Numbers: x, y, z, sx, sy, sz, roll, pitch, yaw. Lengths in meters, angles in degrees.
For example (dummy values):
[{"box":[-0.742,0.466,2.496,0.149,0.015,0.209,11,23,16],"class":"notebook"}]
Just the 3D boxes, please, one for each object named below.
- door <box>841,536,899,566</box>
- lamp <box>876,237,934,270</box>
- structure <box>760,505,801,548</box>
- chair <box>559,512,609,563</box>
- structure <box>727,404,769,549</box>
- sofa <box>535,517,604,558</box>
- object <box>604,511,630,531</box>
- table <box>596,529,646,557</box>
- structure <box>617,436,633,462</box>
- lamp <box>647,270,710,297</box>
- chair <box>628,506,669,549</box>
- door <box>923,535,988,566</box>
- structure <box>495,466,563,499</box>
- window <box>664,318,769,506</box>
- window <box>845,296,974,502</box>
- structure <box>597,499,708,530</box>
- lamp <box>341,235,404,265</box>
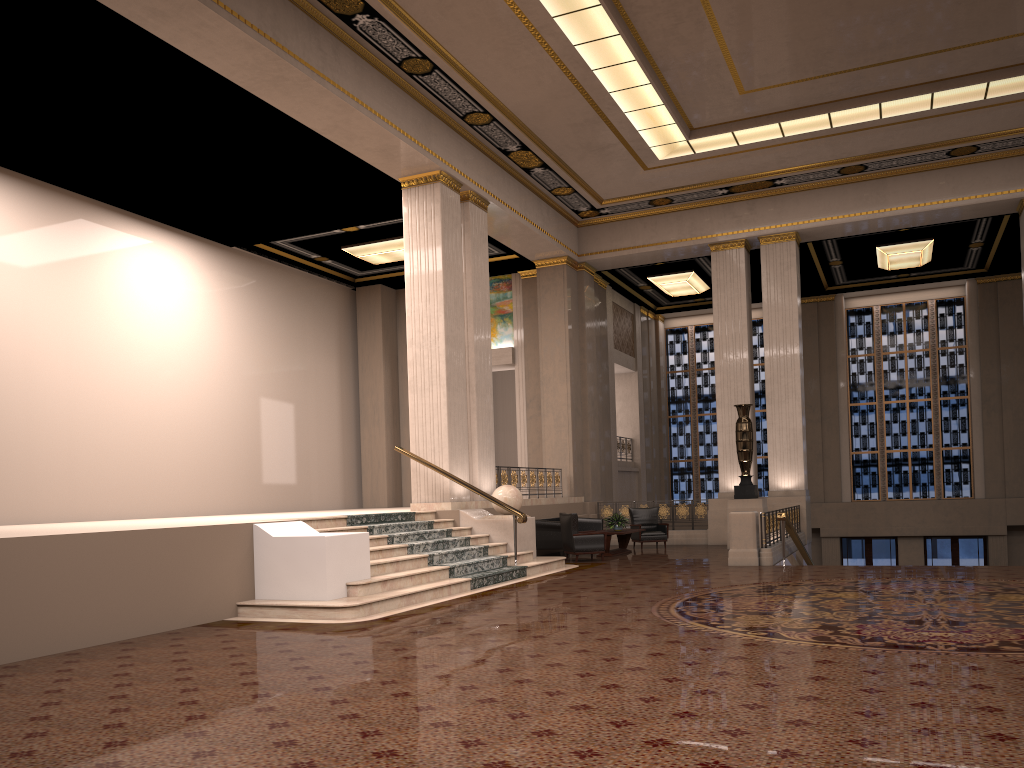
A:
[{"box":[9.682,5.451,23.823,1.494,2.719,0.155,-3,-1,24],"class":"door"},{"box":[9.098,-2.957,20.423,1.170,0.213,2.025,-5,-8,23],"class":"lamp"},{"box":[4.773,2.443,15.417,0.079,0.535,4.957,-2,-7,24],"class":"structure"},{"box":[1.215,2.627,15.163,0.716,0.842,0.651,-1,-3,-16],"class":"chair"},{"box":[4.560,1.796,17.147,0.701,2.784,0.700,-2,-1,24],"class":"structure"},{"box":[1.083,2.928,16.975,0.877,0.704,1.930,-4,-7,24],"class":"sofa"},{"box":[1.957,2.560,16.458,0.524,0.375,0.505,1,-6,-34],"class":"object"},{"box":[1.925,2.986,16.599,0.841,0.434,1.481,-4,-7,23],"class":"table"},{"box":[2.874,1.725,23.313,0.031,0.665,2.164,-2,-6,24],"class":"structure"},{"box":[4.291,-2.530,22.550,1.170,0.213,2.025,-5,-8,23],"class":"lamp"},{"box":[2.800,2.941,18.051,0.647,0.842,0.721,-1,-4,-11],"class":"chair"},{"box":[11.590,5.282,22.979,1.494,2.719,0.155,-3,-1,24],"class":"door"},{"box":[0.330,1.955,17.378,0.032,0.622,3.710,-2,-7,24],"class":"structure"},{"box":[6.052,0.879,25.929,2.993,5.349,0.069,-3,-1,24],"class":"window"},{"box":[10.716,0.465,23.866,2.993,5.349,0.069,-3,-1,24],"class":"window"},{"box":[3.086,2.885,19.325,2.541,0.653,0.032,-5,-2,24],"class":"structure"},{"box":[-2.560,-2.798,18.668,1.720,0.213,1.173,-5,-8,24],"class":"lamp"}]
